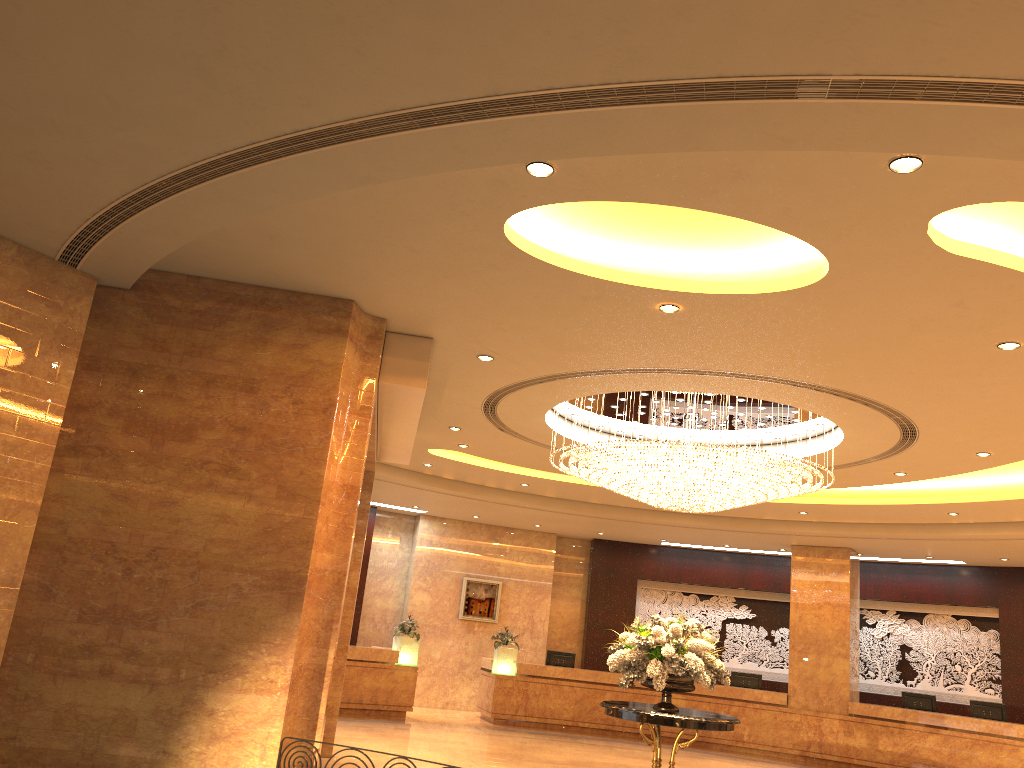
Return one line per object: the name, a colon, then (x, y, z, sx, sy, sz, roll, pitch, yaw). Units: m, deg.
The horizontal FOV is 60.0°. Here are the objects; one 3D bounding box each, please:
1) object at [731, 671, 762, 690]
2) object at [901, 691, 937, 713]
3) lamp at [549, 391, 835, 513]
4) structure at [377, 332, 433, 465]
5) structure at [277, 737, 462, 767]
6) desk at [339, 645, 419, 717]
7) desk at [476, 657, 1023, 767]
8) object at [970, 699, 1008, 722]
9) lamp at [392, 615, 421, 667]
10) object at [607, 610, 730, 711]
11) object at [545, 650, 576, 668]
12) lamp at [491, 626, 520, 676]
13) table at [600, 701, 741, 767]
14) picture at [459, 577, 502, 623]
object: (4.660, 6.004, 17.650, 0.430, 0.500, 0.531, 17, -19, -33)
object: (7.440, 5.913, 16.210, 0.430, 0.500, 0.531, 9, -16, -10)
lamp: (2.044, 0.886, 10.291, 3.206, 1.196, 3.204, -2, -18, 29)
structure: (-1.254, 0.305, 9.903, 0.425, 0.483, 4.113, 8, -16, -7)
structure: (-0.479, 2.049, 2.329, 3.815, 0.995, 7.624, 3, -16, 11)
desk: (-3.959, 5.084, 15.528, 5.227, 1.155, 1.570, 20, -21, -41)
desk: (5.456, 6.266, 15.952, 12.951, 1.155, 3.466, -2, -17, 27)
object: (8.309, 5.800, 15.456, 0.430, 0.500, 0.531, 8, -16, -4)
lamp: (-2.019, 4.834, 16.789, 0.570, 0.923, 0.580, 9, -16, -10)
object: (1.723, 3.032, 9.706, 1.277, 0.999, 1.318, 0, -17, 23)
object: (0.978, 5.691, 18.017, 0.531, 0.500, 0.430, -2, -18, 29)
lamp: (-0.141, 5.245, 17.495, 0.577, 0.925, 0.542, 8, -16, -5)
table: (1.634, 4.025, 9.399, 1.493, 1.089, 1.493, 10, -16, -13)
picture: (-0.686, 4.739, 19.451, 0.875, 0.890, 0.068, 11, -16, -15)
